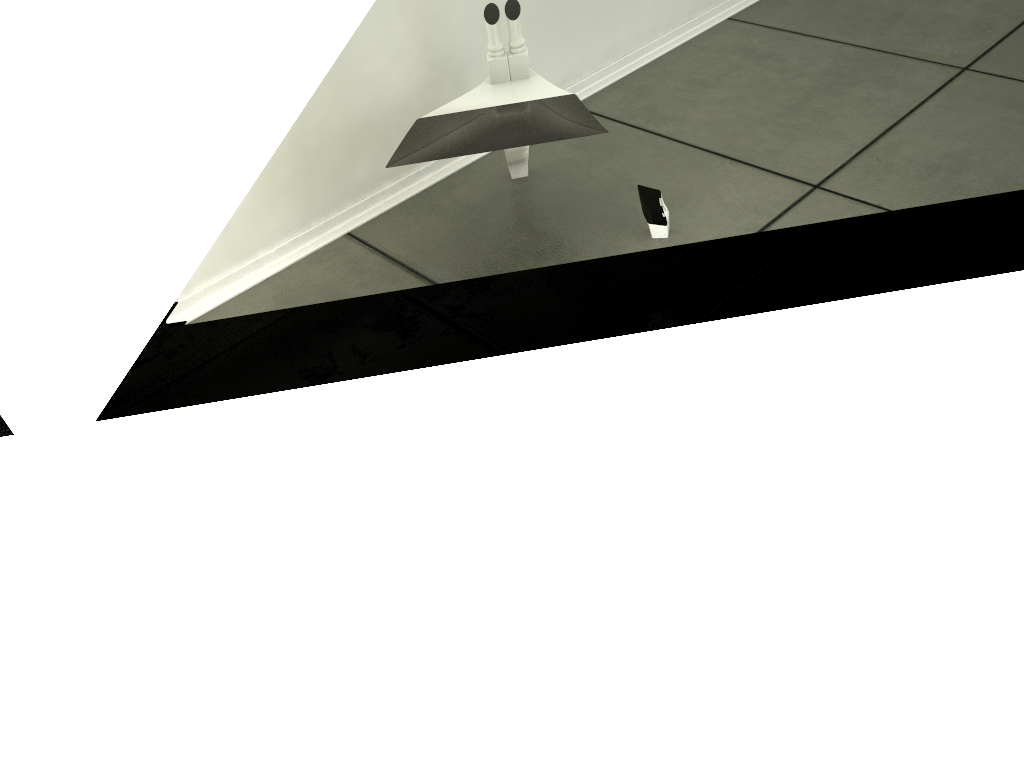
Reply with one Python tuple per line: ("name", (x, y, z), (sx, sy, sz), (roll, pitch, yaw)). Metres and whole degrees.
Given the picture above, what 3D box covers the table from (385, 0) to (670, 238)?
("table", (-0.117, -0.468, 1.243), (0.714, 0.769, 0.442), (-36, 47, -29))
